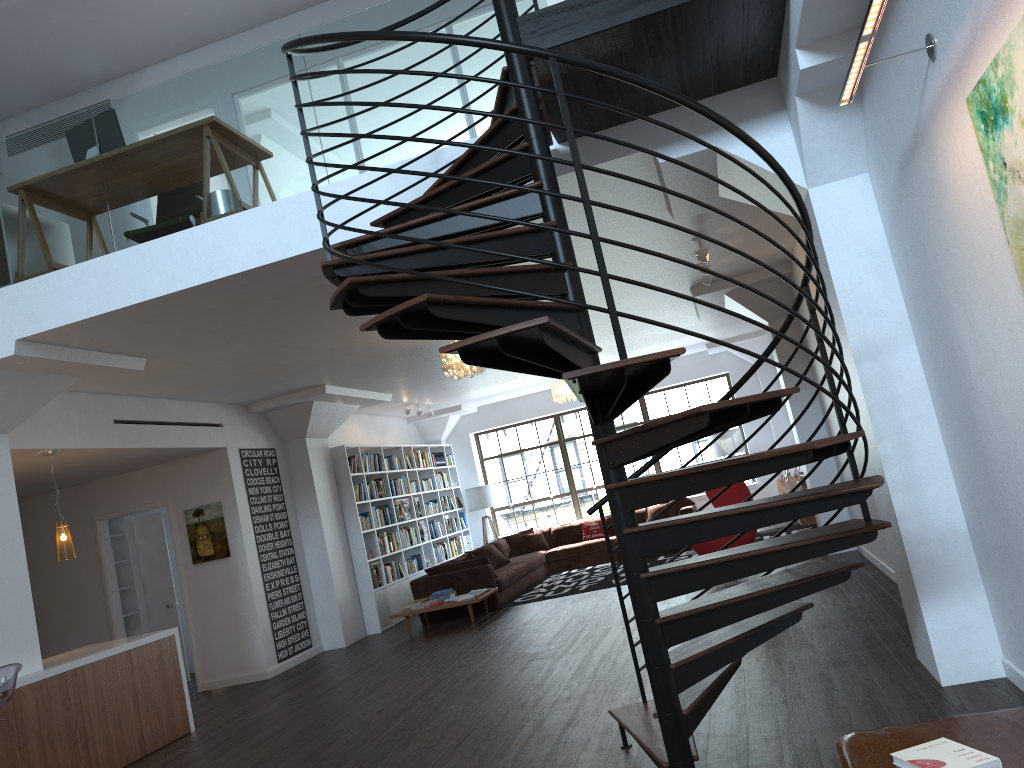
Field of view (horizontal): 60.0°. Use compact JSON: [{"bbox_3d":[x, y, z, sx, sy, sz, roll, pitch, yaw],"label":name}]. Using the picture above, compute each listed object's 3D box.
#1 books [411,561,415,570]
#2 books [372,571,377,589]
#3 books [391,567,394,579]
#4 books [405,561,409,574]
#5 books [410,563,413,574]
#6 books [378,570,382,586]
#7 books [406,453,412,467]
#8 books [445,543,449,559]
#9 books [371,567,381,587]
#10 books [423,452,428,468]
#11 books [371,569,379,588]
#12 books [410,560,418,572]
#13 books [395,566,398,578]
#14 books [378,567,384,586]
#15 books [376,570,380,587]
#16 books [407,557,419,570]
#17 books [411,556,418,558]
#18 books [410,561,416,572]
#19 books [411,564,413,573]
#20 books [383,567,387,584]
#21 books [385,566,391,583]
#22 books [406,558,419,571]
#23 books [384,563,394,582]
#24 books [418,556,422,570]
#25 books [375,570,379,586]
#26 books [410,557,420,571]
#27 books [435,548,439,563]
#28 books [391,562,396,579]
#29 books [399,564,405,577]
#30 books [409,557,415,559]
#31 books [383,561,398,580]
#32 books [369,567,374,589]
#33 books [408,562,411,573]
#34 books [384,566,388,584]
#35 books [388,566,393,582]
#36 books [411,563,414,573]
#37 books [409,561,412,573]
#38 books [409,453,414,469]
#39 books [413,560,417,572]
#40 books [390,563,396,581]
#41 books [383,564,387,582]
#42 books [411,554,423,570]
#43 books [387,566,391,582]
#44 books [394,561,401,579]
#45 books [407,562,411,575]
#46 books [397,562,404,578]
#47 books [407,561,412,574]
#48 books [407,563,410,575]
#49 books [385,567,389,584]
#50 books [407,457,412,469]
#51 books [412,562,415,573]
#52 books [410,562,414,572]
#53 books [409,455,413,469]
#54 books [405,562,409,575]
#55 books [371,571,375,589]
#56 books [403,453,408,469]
[{"bbox_3d":[-1.462,2.654,12.828,0.107,0.167,0.017,-14,-7,13],"label":"books"},{"bbox_3d":[-1.839,2.533,11.392,0.161,0.223,0.032,-14,-7,13],"label":"books"},{"bbox_3d":[-1.693,2.576,12.008,0.161,0.223,0.033,-14,-7,13],"label":"books"},{"bbox_3d":[-1.542,2.627,12.588,0.136,0.196,0.045,-14,-7,13],"label":"books"},{"bbox_3d":[-1.498,2.647,12.727,0.109,0.171,0.018,-14,-7,13],"label":"books"},{"bbox_3d":[-1.800,2.547,11.580,0.161,0.223,0.033,-14,-7,13],"label":"books"},{"bbox_3d":[-1.645,1.211,13.701,0.160,0.251,0.031,-14,-7,13],"label":"books"},{"bbox_3d":[-1.126,2.711,14.291,0.180,0.259,0.060,-14,-7,12],"label":"books"},{"bbox_3d":[-1.814,2.531,11.546,0.183,0.253,0.042,-14,-7,13],"label":"books"},{"bbox_3d":[-1.477,1.254,14.368,0.183,0.253,0.034,-14,-7,13],"label":"books"},{"bbox_3d":[-1.830,2.528,11.435,0.174,0.240,0.054,-14,-7,13],"label":"books"},{"bbox_3d":[-1.454,2.656,12.905,0.128,0.178,0.021,-14,-7,13],"label":"books"},{"bbox_3d":[-1.670,2.586,12.166,0.168,0.231,0.045,-14,-7,13],"label":"books"},{"bbox_3d":[-1.793,2.536,11.626,0.180,0.251,0.048,-14,-7,13],"label":"books"},{"bbox_3d":[-1.806,2.540,11.506,0.161,0.223,0.032,-14,-7,13],"label":"books"},{"bbox_3d":[-1.449,2.650,12.968,0.146,0.202,0.027,-14,-7,13],"label":"books"},{"bbox_3d":[-1.426,2.660,13.115,0.144,0.207,0.048,-14,-7,13],"label":"books"},{"bbox_3d":[-1.466,2.657,12.851,0.122,0.169,0.023,-14,-7,13],"label":"books"},{"bbox_3d":[-1.486,2.656,12.742,0.110,0.153,0.019,-14,-7,13],"label":"books"},{"bbox_3d":[-1.768,2.527,11.703,0.174,0.278,0.054,-14,-7,13],"label":"books"},{"bbox_3d":[-1.733,2.563,11.865,0.176,0.231,0.053,-14,-7,13],"label":"books"},{"bbox_3d":[-1.450,2.652,12.935,0.139,0.191,0.036,-14,-7,13],"label":"books"},{"bbox_3d":[-1.708,2.558,11.974,0.183,0.253,0.042,-14,-7,13],"label":"books"},{"bbox_3d":[-1.418,2.656,13.073,0.146,0.202,0.027,-14,-7,13],"label":"books"},{"bbox_3d":[-1.822,2.540,11.477,0.161,0.223,0.033,-14,-7,13],"label":"books"},{"bbox_3d":[-1.434,2.650,12.992,0.146,0.202,0.027,-14,-7,13],"label":"books"},{"bbox_3d":[-1.246,2.695,13.823,0.168,0.231,0.037,-14,-7,12],"label":"books"},{"bbox_3d":[-1.679,2.568,12.083,0.160,0.251,0.039,-14,-7,13],"label":"books"},{"bbox_3d":[-1.599,2.605,12.343,0.161,0.207,0.135,-14,-7,12],"label":"books"},{"bbox_3d":[-1.442,2.659,13.050,0.146,0.202,0.027,-14,-7,13],"label":"books"},{"bbox_3d":[-1.673,2.567,12.122,0.180,0.259,0.042,-14,-7,13],"label":"books"},{"bbox_3d":[-1.880,2.503,11.331,0.198,0.284,0.049,-14,-7,13],"label":"books"},{"bbox_3d":[-1.519,2.640,12.659,0.128,0.178,0.021,-14,-7,13],"label":"books"},{"bbox_3d":[-1.752,2.549,11.793,0.160,0.251,0.031,-14,-7,13],"label":"books"},{"bbox_3d":[-1.701,2.578,11.933,0.161,0.223,0.030,-14,-7,12],"label":"books"},{"bbox_3d":[-1.483,2.657,12.760,0.110,0.153,0.018,-14,-7,13],"label":"books"},{"bbox_3d":[-1.511,2.645,12.710,0.128,0.178,0.022,-14,-7,13],"label":"books"},{"bbox_3d":[-1.626,1.215,13.765,0.160,0.251,0.039,-14,-7,13],"label":"books"},{"bbox_3d":[-1.460,2.657,12.878,0.126,0.173,0.032,-14,-7,13],"label":"books"},{"bbox_3d":[-1.686,2.567,12.044,0.171,0.246,0.039,-14,-7,13],"label":"books"},{"bbox_3d":[-1.774,2.532,11.758,0.198,0.284,0.049,-14,-7,13],"label":"books"},{"bbox_3d":[-1.405,2.648,13.157,0.140,0.231,0.042,-14,-7,13],"label":"books"},{"bbox_3d":[-1.715,2.568,11.905,0.161,0.223,0.033,-14,-7,13],"label":"books"},{"bbox_3d":[-1.646,2.574,12.205,0.183,0.253,0.042,-14,-7,13],"label":"books"},{"bbox_3d":[-1.522,2.638,12.638,0.128,0.178,0.022,-14,-7,13],"label":"books"},{"bbox_3d":[-1.623,2.589,12.291,0.174,0.236,0.142,-14,-7,12],"label":"books"},{"bbox_3d":[-1.519,2.640,12.686,0.134,0.184,0.030,-14,-7,13],"label":"books"},{"bbox_3d":[-1.536,2.628,12.620,0.127,0.200,0.020,-14,-7,13],"label":"books"},{"bbox_3d":[-1.733,2.562,11.819,0.161,0.223,0.032,-14,-7,13],"label":"books"},{"bbox_3d":[-1.649,1.225,13.618,0.161,0.207,0.130,-14,-7,12],"label":"books"},{"bbox_3d":[-1.468,2.655,12.803,0.106,0.162,0.032,-14,-7,13],"label":"books"},{"bbox_3d":[-1.481,2.653,12.780,0.120,0.167,0.020,-14,-7,13],"label":"books"},{"bbox_3d":[-1.626,1.224,13.728,0.161,0.223,0.032,-14,-7,13],"label":"books"},{"bbox_3d":[-1.549,2.626,12.547,0.139,0.191,0.036,-14,-7,13],"label":"books"},{"bbox_3d":[-1.858,2.520,11.366,0.160,0.251,0.031,-14,-7,13],"label":"books"},{"bbox_3d":[-1.695,1.194,13.485,0.183,0.253,0.042,-14,-7,13],"label":"books"}]
